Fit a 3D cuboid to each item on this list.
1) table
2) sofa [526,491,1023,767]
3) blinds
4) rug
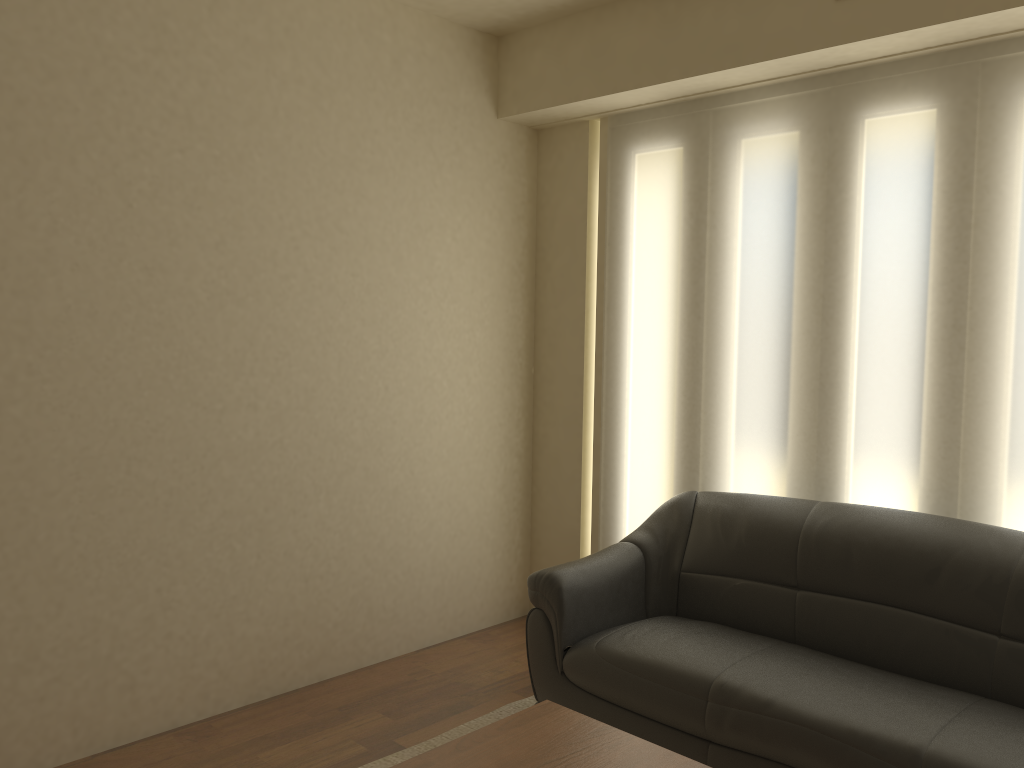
[{"bbox_3d":[0.166,1.215,1.810,1.213,0.482,1.045,5,5,44],"label":"table"},{"bbox_3d":[1.175,0.929,2.913,2.337,0.918,0.944,5,5,44],"label":"sofa"},{"bbox_3d":[1.458,-0.003,3.407,2.830,2.453,0.002,5,5,44],"label":"blinds"},{"bbox_3d":[0.548,1.469,1.693,3.592,0.011,2.482,5,5,44],"label":"rug"}]
